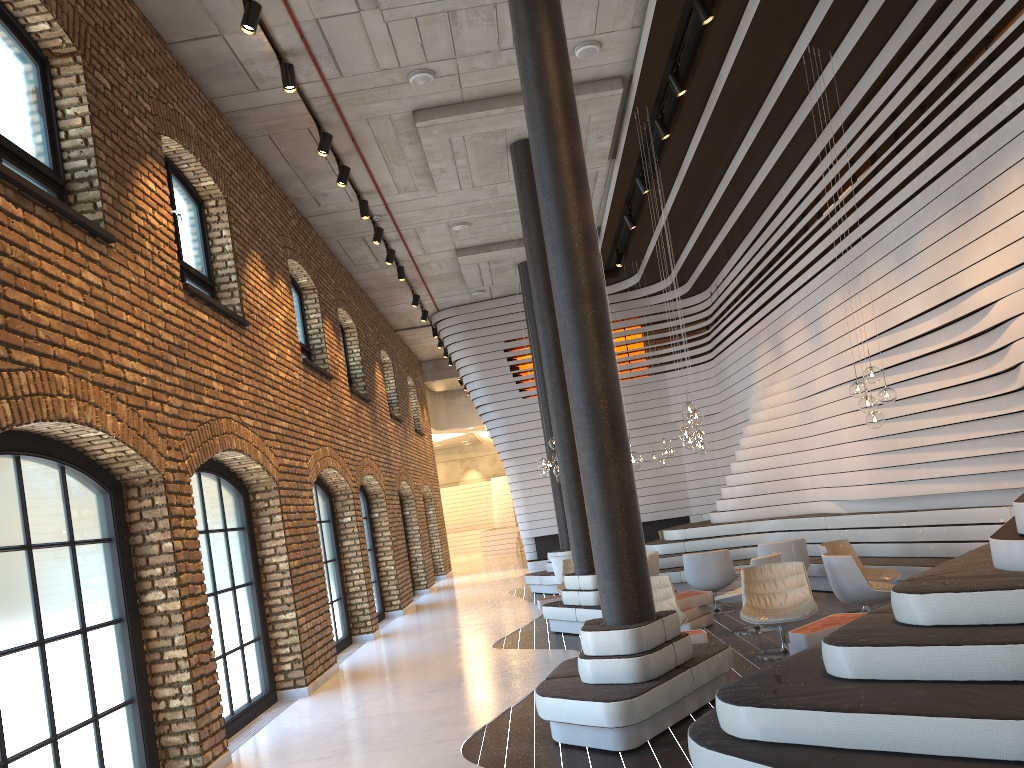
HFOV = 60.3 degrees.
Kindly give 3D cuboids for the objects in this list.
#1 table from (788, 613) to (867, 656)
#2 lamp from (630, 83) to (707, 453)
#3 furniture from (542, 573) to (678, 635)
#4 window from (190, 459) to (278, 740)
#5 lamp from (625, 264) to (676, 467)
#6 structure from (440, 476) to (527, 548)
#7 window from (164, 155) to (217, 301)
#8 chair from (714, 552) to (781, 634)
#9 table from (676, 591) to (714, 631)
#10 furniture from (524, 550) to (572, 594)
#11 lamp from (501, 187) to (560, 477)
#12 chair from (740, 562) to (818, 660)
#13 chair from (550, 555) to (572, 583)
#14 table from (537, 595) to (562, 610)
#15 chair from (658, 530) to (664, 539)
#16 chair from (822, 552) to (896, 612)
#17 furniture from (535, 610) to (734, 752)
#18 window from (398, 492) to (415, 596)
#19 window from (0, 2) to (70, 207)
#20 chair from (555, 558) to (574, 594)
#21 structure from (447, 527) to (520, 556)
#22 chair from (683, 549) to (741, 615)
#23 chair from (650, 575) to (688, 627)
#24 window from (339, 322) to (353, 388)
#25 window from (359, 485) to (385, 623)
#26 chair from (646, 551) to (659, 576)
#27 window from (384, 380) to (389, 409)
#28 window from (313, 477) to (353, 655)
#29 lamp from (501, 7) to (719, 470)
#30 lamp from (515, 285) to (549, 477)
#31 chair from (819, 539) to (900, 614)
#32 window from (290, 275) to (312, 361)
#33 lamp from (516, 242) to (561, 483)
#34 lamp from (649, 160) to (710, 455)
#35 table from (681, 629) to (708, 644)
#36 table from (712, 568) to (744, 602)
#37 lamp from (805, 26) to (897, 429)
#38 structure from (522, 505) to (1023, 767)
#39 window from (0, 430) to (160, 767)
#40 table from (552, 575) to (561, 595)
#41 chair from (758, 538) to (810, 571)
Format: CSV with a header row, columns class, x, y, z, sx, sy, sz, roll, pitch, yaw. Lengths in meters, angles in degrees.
class,x,y,z,sx,sy,sz,roll,pitch,yaw
table,2.537,2.057,6.953,0.897,0.369,0.420,-5,-6,-26
lamp,1.762,-1.518,10.275,0.311,4.719,0.662,-9,-2,9
furniture,1.270,2.596,10.715,1.262,0.718,1.803,-5,-8,-28
window,-2.709,1.911,8.040,0.130,2.522,2.370,-9,-5,0
lamp,2.585,-0.707,16.922,0.551,4.653,0.291,-10,-2,27
structure,-1.087,5.568,37.280,4.534,2.850,5.859,-9,-7,1
window,-3.107,-1.379,8.145,0.126,1.443,1.581,-9,-5,0
chair,2.498,2.179,9.219,0.722,0.762,0.650,-13,-6,41
table,1.939,2.541,9.780,0.420,0.368,0.898,-13,-8,38
furniture,0.861,3.405,16.079,1.273,0.718,1.789,-8,-7,-4
lamp,0.299,-1.016,12.235,0.541,4.653,0.296,-8,-2,-13
chair,2.365,2.003,7.813,0.662,0.762,0.709,-10,-5,17
chair,1.010,3.078,14.064,0.667,0.762,0.704,-12,-6,38
table,0.796,2.991,11.771,0.903,0.369,0.418,-8,-5,-6
chair,3.203,3.134,16.835,0.650,0.762,0.722,-6,-5,-26
chair,3.298,1.910,8.154,0.711,0.762,0.661,-9,-4,1
furniture,0.727,2.087,6.475,1.295,0.718,1.757,-13,-8,36
window,-2.448,3.342,18.589,0.130,2.522,2.370,-9,-5,0
window,-3.177,-1.764,5.302,0.126,1.443,1.581,-9,-5,0
chair,0.977,2.874,12.565,0.662,0.762,0.709,-10,-5,19
structure,-0.796,6.196,34.952,2.530,0.892,7.618,-6,-8,-21
chair,2.455,2.407,10.809,0.663,0.762,0.708,-10,-5,21
chair,1.303,2.230,8.295,0.657,0.762,0.715,-9,-5,2
window,-2.943,-0.479,14.780,0.126,1.443,1.581,-9,-5,0
window,-4.717,3.827,19.614,2.163,2.515,13.090,-6,-8,-29
chair,1.656,2.660,11.760,0.712,0.762,0.659,-9,-4,4
window,-2.846,0.052,18.694,0.126,1.443,1.581,-9,-5,0
window,-2.615,2.425,11.831,0.130,2.522,2.370,-9,-5,0
lamp,1.845,-2.447,2.369,9.036,4.587,42.235,-9,-8,0
lamp,0.476,-0.281,17.703,0.538,4.607,0.279,-7,-3,-40
chair,3.610,1.999,9.129,0.649,0.762,0.723,-4,-6,-45
window,-3.013,-0.864,11.936,0.126,1.443,1.581,-9,-5,0
lamp,0.522,-0.633,14.817,0.538,4.607,0.279,-7,-2,-37
lamp,2.231,-1.319,12.150,0.293,4.653,0.547,-8,-2,-4
table,1.205,2.335,7.510,0.907,0.369,0.416,-9,-5,4
table,2.940,2.646,11.616,0.919,0.368,0.410,-13,-7,34
lamp,3.139,-1.880,8.566,0.525,4.692,0.338,-7,-2,-37
structure,3.451,2.316,11.817,5.765,0.922,18.379,-8,-8,-3
window,-2.779,1.525,5.197,0.130,2.522,2.370,-9,-5,0
table,1.125,3.368,14.831,0.910,0.369,0.415,-10,-5,9
chair,3.291,2.265,10.697,0.659,0.762,0.712,-9,-5,8
